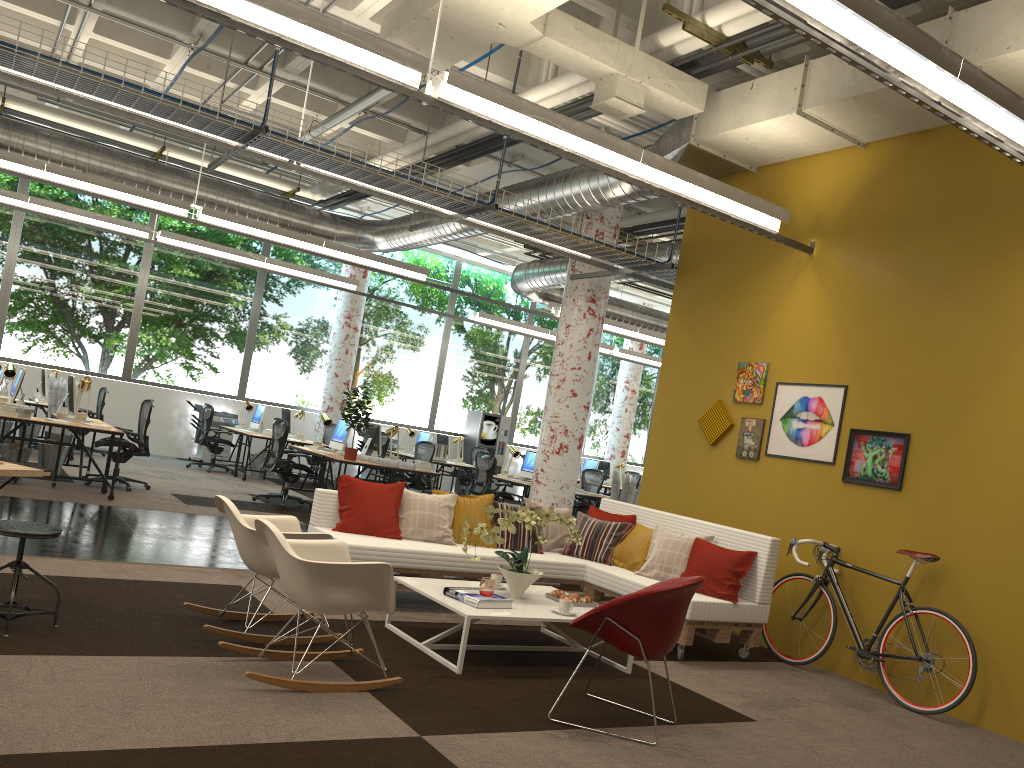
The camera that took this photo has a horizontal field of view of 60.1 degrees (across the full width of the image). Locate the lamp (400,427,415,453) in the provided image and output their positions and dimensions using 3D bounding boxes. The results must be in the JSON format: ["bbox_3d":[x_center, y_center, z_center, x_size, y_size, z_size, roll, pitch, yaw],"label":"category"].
[{"bbox_3d":[-2.020,1.140,17.053,0.209,0.610,0.527,10,-2,-13],"label":"lamp"}]

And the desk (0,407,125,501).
[{"bbox_3d":[-5.188,0.707,9.687,1.407,0.723,1.935,11,-4,-32],"label":"desk"}]

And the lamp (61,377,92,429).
[{"bbox_3d":[-4.728,0.216,9.697,0.219,0.610,0.527,10,-2,-13],"label":"lamp"}]

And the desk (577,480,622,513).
[{"bbox_3d":[1.851,2.474,18.750,1.407,0.723,1.935,11,-4,-32],"label":"desk"}]

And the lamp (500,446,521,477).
[{"bbox_3d":[-0.046,1.277,13.933,0.209,0.610,0.527,10,-2,-13],"label":"lamp"}]

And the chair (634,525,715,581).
[{"bbox_3d":[1.257,1.335,6.869,0.524,0.427,0.313,8,-2,36],"label":"chair"}]

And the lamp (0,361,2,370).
[{"bbox_3d":[-7.760,-0.068,13.342,0.209,0.610,0.527,10,-2,-13],"label":"lamp"}]

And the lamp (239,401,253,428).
[{"bbox_3d":[-4.621,0.593,15.374,0.219,0.610,0.527,10,-2,-13],"label":"lamp"}]

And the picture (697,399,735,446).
[{"bbox_3d":[1.851,0.351,8.044,0.048,0.424,0.423,10,-2,-32],"label":"picture"}]

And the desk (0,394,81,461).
[{"bbox_3d":[-7.200,0.570,12.897,1.407,0.723,1.935,11,-4,-32],"label":"desk"}]

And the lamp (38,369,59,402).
[{"bbox_3d":[-6.745,0.077,12.905,0.209,0.610,0.527,10,-2,-13],"label":"lamp"}]

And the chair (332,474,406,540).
[{"bbox_3d":[-1.071,0.925,6.652,0.535,0.444,0.301,10,-2,-16],"label":"chair"}]

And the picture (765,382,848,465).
[{"bbox_3d":[2.391,0.309,7.240,0.018,0.632,0.704,10,-2,-32],"label":"picture"}]

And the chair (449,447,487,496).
[{"bbox_3d":[-0.873,1.748,17.397,0.767,1.085,0.796,8,-2,41],"label":"chair"}]

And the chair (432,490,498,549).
[{"bbox_3d":[-0.373,1.074,7.086,0.548,0.438,0.316,11,-2,-20],"label":"chair"}]

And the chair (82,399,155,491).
[{"bbox_3d":[-4.600,0.677,10.476,0.767,1.085,0.796,8,-2,41],"label":"chair"}]

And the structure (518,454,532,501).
[{"bbox_3d":[0.595,2.168,19.897,1.062,1.057,0.501,11,-2,-32],"label":"structure"}]

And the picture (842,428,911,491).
[{"bbox_3d":[2.733,0.561,6.649,0.042,0.418,0.501,10,-2,-32],"label":"picture"}]

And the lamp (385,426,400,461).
[{"bbox_3d":[-1.595,0.855,11.757,0.209,0.610,0.527,10,-2,-13],"label":"lamp"}]

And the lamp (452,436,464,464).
[{"bbox_3d":[-1.001,1.286,16.618,0.219,0.610,0.527,10,-2,-13],"label":"lamp"}]

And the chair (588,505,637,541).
[{"bbox_3d":[0.827,1.306,7.703,0.532,0.437,0.288,8,-2,30],"label":"chair"}]

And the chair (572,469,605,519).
[{"bbox_3d":[1.101,1.885,14.276,0.767,1.085,0.796,8,-2,41],"label":"chair"}]

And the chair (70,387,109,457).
[{"bbox_3d":[-6.612,0.540,13.686,0.767,1.085,0.796,8,-2,41],"label":"chair"}]

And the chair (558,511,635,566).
[{"bbox_3d":[0.703,1.307,7.432,0.515,0.392,0.359,8,-2,27],"label":"chair"}]

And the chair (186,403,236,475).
[{"bbox_3d":[-4.877,0.891,14.587,0.767,1.085,0.796,8,-2,41],"label":"chair"}]

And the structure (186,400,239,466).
[{"bbox_3d":[-5.405,0.905,16.013,1.062,1.057,0.501,11,-2,-32],"label":"structure"}]

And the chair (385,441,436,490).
[{"bbox_3d":[-1.462,1.318,12.537,0.767,1.085,0.796,8,-2,41],"label":"chair"}]

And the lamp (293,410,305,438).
[{"bbox_3d":[-3.601,0.739,14.938,0.209,0.610,0.527,10,-2,-13],"label":"lamp"}]

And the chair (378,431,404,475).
[{"bbox_3d":[-2.282,1.437,16.266,0.767,1.085,0.796,8,-2,41],"label":"chair"}]

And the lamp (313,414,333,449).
[{"bbox_3d":[-2.615,0.710,12.192,0.219,0.610,0.527,10,-2,-13],"label":"lamp"}]

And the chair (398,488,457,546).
[{"bbox_3d":[-0.677,1.027,6.856,0.526,0.401,0.331,10,-2,-13],"label":"chair"}]

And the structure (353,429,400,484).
[{"bbox_3d":[-2.716,1.472,17.755,1.062,1.057,0.501,11,-2,-32],"label":"structure"}]

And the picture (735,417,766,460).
[{"bbox_3d":[2.070,0.472,7.687,0.027,0.355,0.251,10,-2,-32],"label":"picture"}]

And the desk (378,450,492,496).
[{"bbox_3d":[-1.461,1.778,16.608,1.407,0.723,1.935,11,-4,-32],"label":"desk"}]

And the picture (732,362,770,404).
[{"bbox_3d":[2.096,-0.012,7.779,0.027,0.355,0.330,10,-2,-32],"label":"picture"}]

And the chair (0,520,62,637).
[{"bbox_3d":[-2.467,0.952,4.404,0.345,0.497,0.339,9,-2,17],"label":"chair"}]

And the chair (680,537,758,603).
[{"bbox_3d":[1.494,1.372,6.517,0.517,0.394,0.336,8,-3,35],"label":"chair"}]

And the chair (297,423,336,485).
[{"bbox_3d":[-3.468,1.201,15.719,0.767,1.085,0.796,8,-2,41],"label":"chair"}]

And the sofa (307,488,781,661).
[{"bbox_3d":[0.193,1.307,6.564,2.868,0.930,2.012,12,-4,-32],"label":"sofa"}]

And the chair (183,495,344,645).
[{"bbox_3d":[-1.376,1.054,5.088,0.797,0.753,0.612,11,-2,-32],"label":"chair"}]

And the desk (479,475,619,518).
[{"bbox_3d":[0.513,1.915,13.487,1.407,0.723,1.935,11,-4,-32],"label":"desk"}]

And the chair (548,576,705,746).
[{"bbox_3d":[0.603,1.320,4.523,0.634,0.811,0.838,9,-2,32],"label":"chair"}]

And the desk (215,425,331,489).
[{"bbox_3d":[-4.056,1.231,14.930,1.407,0.723,1.935,11,-4,-32],"label":"desk"}]

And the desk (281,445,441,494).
[{"bbox_3d":[-2.050,1.348,11.748,1.407,0.724,1.935,11,-4,-32],"label":"desk"}]

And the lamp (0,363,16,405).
[{"bbox_3d":[-5.753,0.069,10.131,0.219,0.610,0.527,10,-2,-13],"label":"lamp"}]

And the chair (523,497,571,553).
[{"bbox_3d":[0.331,1.226,7.552,0.547,0.437,0.333,11,-2,-27],"label":"chair"}]

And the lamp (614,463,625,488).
[{"bbox_3d":[2.311,1.982,18.759,0.219,0.610,0.527,10,-2,-13],"label":"lamp"}]

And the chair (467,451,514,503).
[{"bbox_3d":[-0.308,1.574,13.145,0.767,1.085,0.796,8,-2,41],"label":"chair"}]

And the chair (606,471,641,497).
[{"bbox_3d":[2.439,2.444,19.539,0.767,1.085,0.796,8,-2,41],"label":"chair"}]

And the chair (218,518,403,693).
[{"bbox_3d":[-0.954,1.083,4.418,0.797,0.753,0.612,11,-2,-32],"label":"chair"}]

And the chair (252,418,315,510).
[{"bbox_3d":[-2.871,1.007,11.405,0.767,1.085,0.796,8,-2,41],"label":"chair"}]

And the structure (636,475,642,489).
[{"bbox_3d":[3.293,2.736,21.642,1.062,1.057,0.501,11,-2,-32],"label":"structure"}]

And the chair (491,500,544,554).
[{"bbox_3d":[0.020,1.186,7.272,0.524,0.408,0.340,10,-2,-16],"label":"chair"}]

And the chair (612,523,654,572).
[{"bbox_3d":[1.044,1.352,7.219,0.368,0.381,0.519,11,-3,-36],"label":"chair"}]

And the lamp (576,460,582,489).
[{"bbox_3d":[0.969,1.422,13.496,0.209,0.610,0.527,10,-2,-13],"label":"lamp"}]
